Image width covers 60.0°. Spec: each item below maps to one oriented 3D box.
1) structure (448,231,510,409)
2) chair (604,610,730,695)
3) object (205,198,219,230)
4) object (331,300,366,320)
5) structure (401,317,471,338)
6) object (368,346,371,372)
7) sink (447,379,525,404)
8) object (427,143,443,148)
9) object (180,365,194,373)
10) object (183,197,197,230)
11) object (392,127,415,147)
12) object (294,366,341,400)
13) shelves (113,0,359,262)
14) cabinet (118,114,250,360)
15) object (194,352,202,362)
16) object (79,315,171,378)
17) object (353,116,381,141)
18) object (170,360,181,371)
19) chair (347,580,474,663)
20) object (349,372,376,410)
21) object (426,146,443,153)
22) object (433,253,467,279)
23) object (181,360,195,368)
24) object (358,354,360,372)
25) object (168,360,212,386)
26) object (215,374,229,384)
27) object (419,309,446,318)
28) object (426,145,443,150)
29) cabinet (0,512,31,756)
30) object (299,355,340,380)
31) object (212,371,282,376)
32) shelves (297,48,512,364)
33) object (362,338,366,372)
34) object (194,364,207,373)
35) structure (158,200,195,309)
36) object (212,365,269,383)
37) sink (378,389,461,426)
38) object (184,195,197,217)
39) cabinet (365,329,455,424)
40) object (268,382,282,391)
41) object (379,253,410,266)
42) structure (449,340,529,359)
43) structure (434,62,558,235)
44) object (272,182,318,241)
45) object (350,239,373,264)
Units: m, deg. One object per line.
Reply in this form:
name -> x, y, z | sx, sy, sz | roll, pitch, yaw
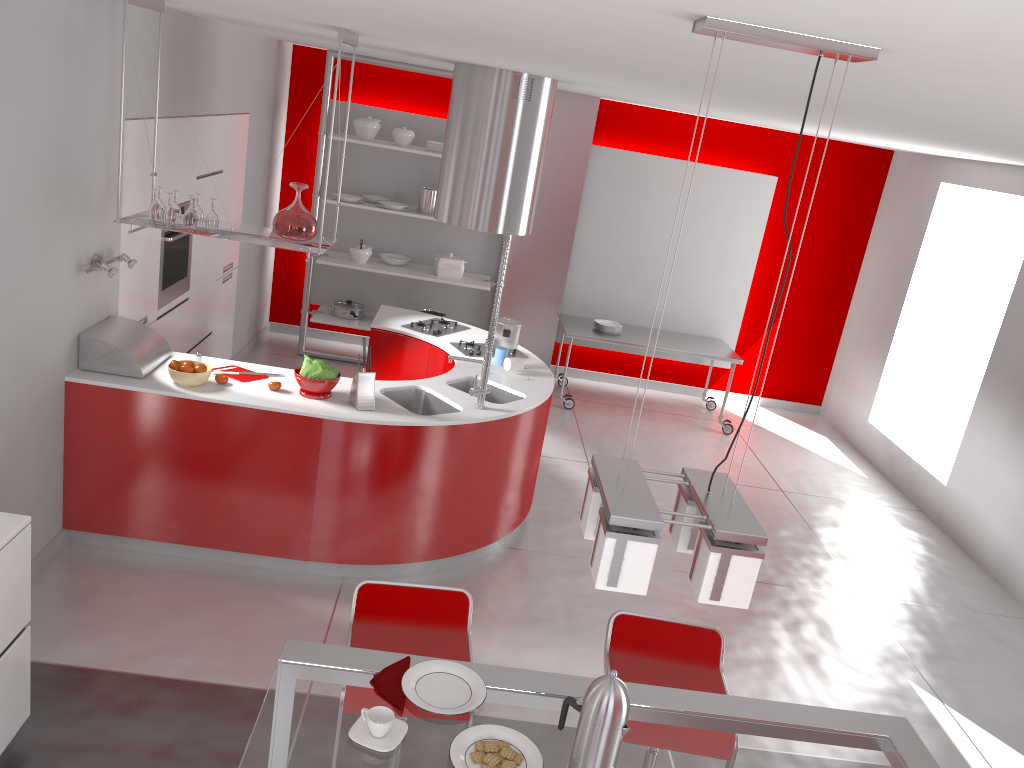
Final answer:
structure -> -0.137, -0.329, 4.587 | 0.178, 0.920, 0.308 | 23, 22, 37
chair -> 0.453, 1.256, 2.951 | 0.418, 0.857, 0.460 | 10, 17, 0
object -> -1.403, -0.797, 4.156 | 0.060, 0.141, 0.060 | 9, 17, -4
object -> -1.456, -0.660, 7.827 | 0.308, 0.130, 0.407 | 11, 17, 3
structure -> -0.518, -0.406, 6.118 | 0.303, 0.037, 0.457 | 18, 19, 24
object -> -0.707, -0.042, 4.398 | 0.012, 0.279, 0.130 | -1, 20, -32
sink -> -0.164, 0.130, 5.028 | 0.428, 0.172, 0.326 | 21, 21, 33
object -> -0.613, -1.985, 7.410 | 0.200, 0.030, 0.200 | 9, 17, -4
object -> -1.568, -0.069, 4.277 | 0.065, 0.052, 0.062 | 4, 18, -19
object -> -1.475, -0.783, 4.071 | 0.060, 0.141, 0.060 | 1, 19, -26
object -> -0.902, -2.052, 7.357 | 0.192, 0.153, 0.192 | 13, 17, 9
object -> -0.978, -0.004, 4.440 | 0.229, 0.118, 0.228 | -1, 20, -32
shelves -> -1.256, -1.165, 4.089 | 0.934, 1.023, 0.462 | 9, 17, -4
cabinet -> -2.401, -0.752, 5.781 | 0.614, 2.026, 2.398 | 9, 17, -4
object -> -1.625, -0.136, 4.590 | 0.043, 0.066, 0.042 | 13, 17, 8
object -> -1.911, -0.190, 4.409 | 0.300, 0.170, 0.400 | 9, 17, -4
object -> -1.202, -2.115, 7.328 | 0.231, 0.191, 0.231 | 22, 21, 34
object -> -1.625, -0.087, 4.288 | 0.055, 0.058, 0.066 | 4, 18, -18
chair -> -0.371, 1.130, 2.893 | 0.418, 0.857, 0.460 | 7, 17, -9
object -> -0.733, 0.021, 4.386 | 0.091, 0.178, 0.137 | 0, 20, -30
object -> -0.618, -1.956, 7.419 | 0.200, 0.030, 0.200 | 9, 17, -4
object -> -0.545, -1.041, 7.715 | 0.282, 0.197, 0.235 | 6, 18, -14
object -> -1.582, -0.089, 4.334 | 0.066, 0.049, 0.062 | 8, 17, -7
object -> -0.754, -0.044, 4.370 | 0.009, 0.197, 0.091 | -1, 20, -32
object -> -1.563, -0.044, 4.303 | 0.201, 0.086, 0.201 | 9, 17, -3
object -> -1.432, -0.023, 4.374 | 0.065, 0.047, 0.063 | 8, 17, -5
object -> -0.713, -0.549, 7.837 | 0.240, 0.161, 0.259 | 3, 18, -20
object -> -0.615, -1.971, 7.414 | 0.200, 0.030, 0.200 | 9, 17, -4
cabinet -> -1.927, 1.075, 2.159 | 0.610, 0.880, 1.802 | 9, 17, -4
object -> -0.959, -0.052, 4.425 | 0.198, 0.182, 0.193 | 10, 17, 1
object -> -1.349, -0.056, 4.568 | 0.375, 0.008, 0.041 | 1, 19, -26
shelves -> -0.856, -1.360, 7.613 | 1.735, 2.599, 0.535 | 9, 17, -4
object -> -0.733, -0.060, 4.387 | 0.014, 0.322, 0.150 | -1, 20, -32
object -> -1.519, -0.074, 4.320 | 0.066, 0.049, 0.062 | 11, 17, 3
structure -> -2.048, -0.806, 5.459 | 0.050, 0.589, 0.599 | 9, 17, -4
object -> -1.403, -0.053, 4.549 | 0.266, 0.006, 0.168 | 17, 18, 21
sink -> -0.494, 0.183, 4.674 | 0.326, 0.172, 0.428 | -6, 23, -41
object -> -1.501, -0.812, 4.147 | 0.060, 0.141, 0.060 | 9, 17, -4
cabinet -> -1.160, 0.230, 5.174 | 1.025, 0.761, 1.875 | 24, 22, 39
object -> -1.180, 0.007, 4.412 | 0.064, 0.048, 0.063 | 2, 19, -25
object -> -1.033, -1.083, 7.784 | 0.272, 0.072, 0.272 | -4, 22, -38
structure -> -0.145, -0.234, 5.776 | 0.457, 0.037, 0.303 | 0, 20, -28
structure -> -0.111, -1.478, 5.613 | 0.644, 0.958, 0.644 | -3, 21, -36
object -> -1.026, -0.819, 4.225 | 0.213, 0.266, 0.213 | 17, 19, 23
object -> -1.293, -1.147, 7.601 | 0.192, 0.214, 0.192 | 4, 18, -17
